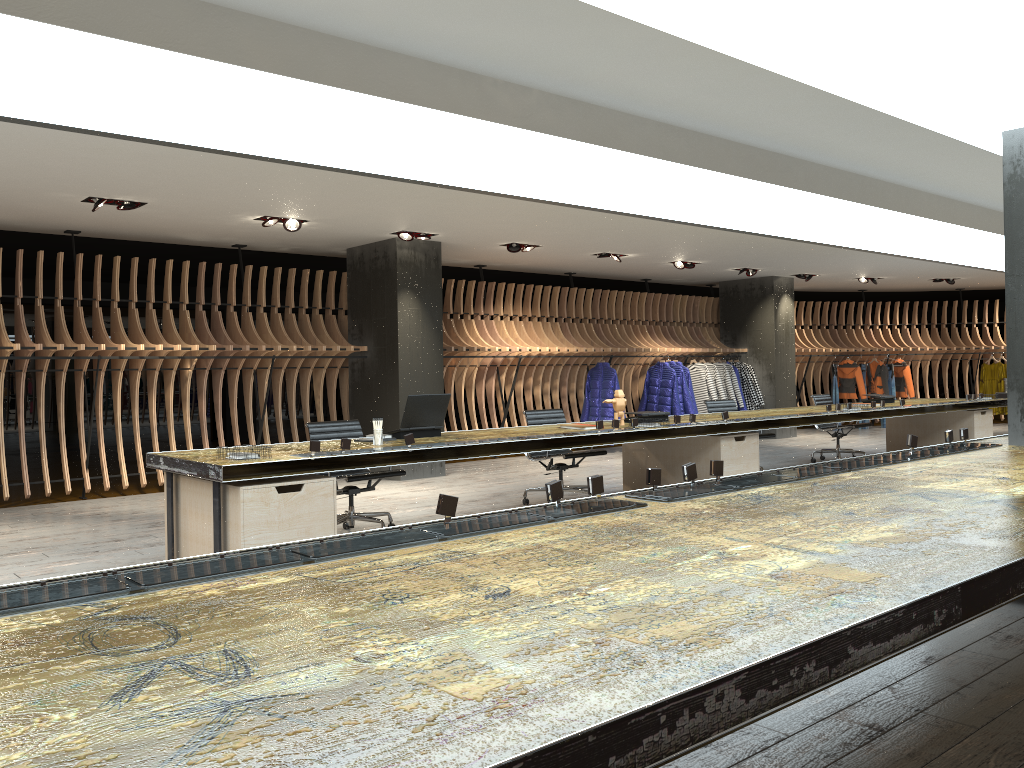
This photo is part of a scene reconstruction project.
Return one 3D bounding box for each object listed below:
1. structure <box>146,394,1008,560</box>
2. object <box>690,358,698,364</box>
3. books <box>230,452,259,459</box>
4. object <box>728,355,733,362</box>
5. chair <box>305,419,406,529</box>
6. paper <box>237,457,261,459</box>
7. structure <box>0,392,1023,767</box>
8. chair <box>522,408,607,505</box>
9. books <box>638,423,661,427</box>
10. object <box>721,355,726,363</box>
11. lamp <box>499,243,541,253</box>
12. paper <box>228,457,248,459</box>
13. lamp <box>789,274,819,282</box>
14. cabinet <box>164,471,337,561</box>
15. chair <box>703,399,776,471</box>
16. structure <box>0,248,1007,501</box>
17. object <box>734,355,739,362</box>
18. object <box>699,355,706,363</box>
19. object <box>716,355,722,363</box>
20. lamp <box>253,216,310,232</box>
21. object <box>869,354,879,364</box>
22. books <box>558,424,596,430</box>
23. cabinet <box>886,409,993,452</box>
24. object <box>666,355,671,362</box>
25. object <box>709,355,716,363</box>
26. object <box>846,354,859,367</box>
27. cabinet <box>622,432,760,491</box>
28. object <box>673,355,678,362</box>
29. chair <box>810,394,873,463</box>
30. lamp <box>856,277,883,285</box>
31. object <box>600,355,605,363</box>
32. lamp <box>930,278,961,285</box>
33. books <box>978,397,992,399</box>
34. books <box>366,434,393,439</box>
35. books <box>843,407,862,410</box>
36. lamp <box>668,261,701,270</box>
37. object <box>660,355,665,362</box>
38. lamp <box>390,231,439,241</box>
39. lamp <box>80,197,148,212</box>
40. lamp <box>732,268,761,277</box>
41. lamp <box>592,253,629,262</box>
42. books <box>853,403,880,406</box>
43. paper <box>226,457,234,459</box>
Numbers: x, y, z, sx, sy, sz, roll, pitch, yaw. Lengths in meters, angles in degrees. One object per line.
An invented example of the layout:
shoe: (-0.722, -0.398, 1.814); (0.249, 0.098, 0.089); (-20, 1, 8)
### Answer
structure: (2.080, 0.640, 8.447); (10.453, 0.844, 1.162); (-2, 1, -41)
object: (3.013, -0.327, 14.636); (0.012, 0.313, 0.518); (-1, 0, -41)
books: (-1.514, 0.402, 5.009); (0.155, 0.025, 0.110); (0, 1, 44)
object: (3.795, -0.340, 15.314); (0.012, 0.316, 0.516); (-1, 0, -41)
chair: (-1.183, 0.714, 6.663); (0.667, 0.859, 0.693); (-1, 0, 35)
paper: (-1.515, 0.414, 5.015); (0.130, 0.004, 0.176); (-2, 1, -35)
structure: (3.117, 0.641, 6.916); (18.478, 0.844, 4.835); (-2, 1, -41)
chair: (0.474, 0.666, 8.059); (0.667, 0.859, 0.693); (-1, 0, 40)
books: (1.106, 0.328, 7.137); (0.155, 0.025, 0.110); (0, 1, 44)
object: (3.638, -0.366, 15.253); (0.012, 0.270, 0.525); (-1, 0, -41)
lamp: (0.114, -1.748, 10.955); (0.493, 0.292, 0.269); (-1, 0, -41)
paper: (-1.515, 0.416, 5.015); (0.130, 0.004, 0.176); (-2, 1, -39)
lamp: (4.981, -1.888, 15.074); (0.493, 0.292, 0.269); (-1, 0, -34)
cabinet: (-1.572, 0.853, 5.284); (0.593, 0.630, 1.131); (-1, 0, -41)
chair: (2.498, 0.608, 9.762); (0.693, 0.859, 0.667); (-1, 0, -45)
structure: (0.446, -0.137, 3.766); (36.559, 2.440, 14.880); (-2, 1, -41)
object: (3.935, -0.346, 15.440); (0.012, 0.313, 0.518); (-1, 0, -41)
object: (3.192, -0.332, 14.790); (0.012, 0.313, 0.518); (-1, 0, -41)
object: (3.526, -0.342, 15.078); (0.012, 0.313, 0.518); (-1, 0, -41)
lamp: (-2.302, -1.680, 8.872); (0.493, 0.288, 0.269); (-1, 0, -41)
object: (7.048, -0.449, 17.247); (0.012, 0.270, 0.525); (-1, 0, -21)
books: (0.546, 0.344, 7.144); (0.213, 0.026, 0.366); (-1, 1, -30)
cabinet: (5.582, 0.644, 11.603); (0.593, 0.630, 1.131); (-1, 0, -41)
object: (2.519, -0.324, 14.224); (0.012, 0.291, 0.523); (-1, 0, -41)
object: (3.390, -0.338, 14.961); (0.012, 0.313, 0.518); (-1, 0, -41)
object: (6.477, -0.439, 17.087); (0.012, 0.270, 0.525); (-1, 0, -26)
cabinet: (1.641, 0.758, 8.201); (0.593, 0.630, 1.131); (-1, 0, -41)
object: (2.644, -0.337, 14.353); (0.012, 0.270, 0.525); (-1, 0, -41)
chair: (4.166, 0.560, 11.214); (0.667, 0.859, 0.693); (-1, 0, 35)
lamp: (6.366, -1.921, 15.846); (0.493, 0.296, 0.269); (-1, 0, -21)
object: (1.347, -0.299, 13.235); (0.012, 0.270, 0.525); (-1, 0, -41)
lamp: (7.906, -1.955, 16.224); (0.493, 0.293, 0.269); (-1, 0, -8)
books: (6.099, 0.183, 11.449); (0.155, 0.025, 0.110); (0, 1, 44)
books: (-0.945, 0.368, 6.227); (0.186, 0.027, 0.112); (-1, 1, 34)
books: (3.545, 0.257, 9.237); (0.155, 0.025, 0.110); (0, 1, 44)
lamp: (2.529, -1.821, 13.038); (0.493, 0.286, 0.269); (-1, 0, -41)
object: (2.391, -0.316, 14.157); (0.012, 0.292, 0.523); (-1, 0, -41)
lamp: (-1.094, -1.711, 9.913); (0.493, 0.296, 0.269); (-1, 0, -41)
lamp: (-3.510, -1.645, 7.830); (0.493, 0.288, 0.269); (-1, 0, -41)
lamp: (3.737, -1.853, 14.080); (0.493, 0.292, 0.269); (-1, 0, -41)
lamp: (1.321, -1.782, 11.996); (0.493, 0.294, 0.269); (-1, 0, -41)
books: (4.155, 0.238, 10.334); (0.366, 0.026, 0.213); (-2, 1, -40)
paper: (-1.527, 0.418, 5.023); (0.130, 0.003, 0.176); (-2, 1, -42)
